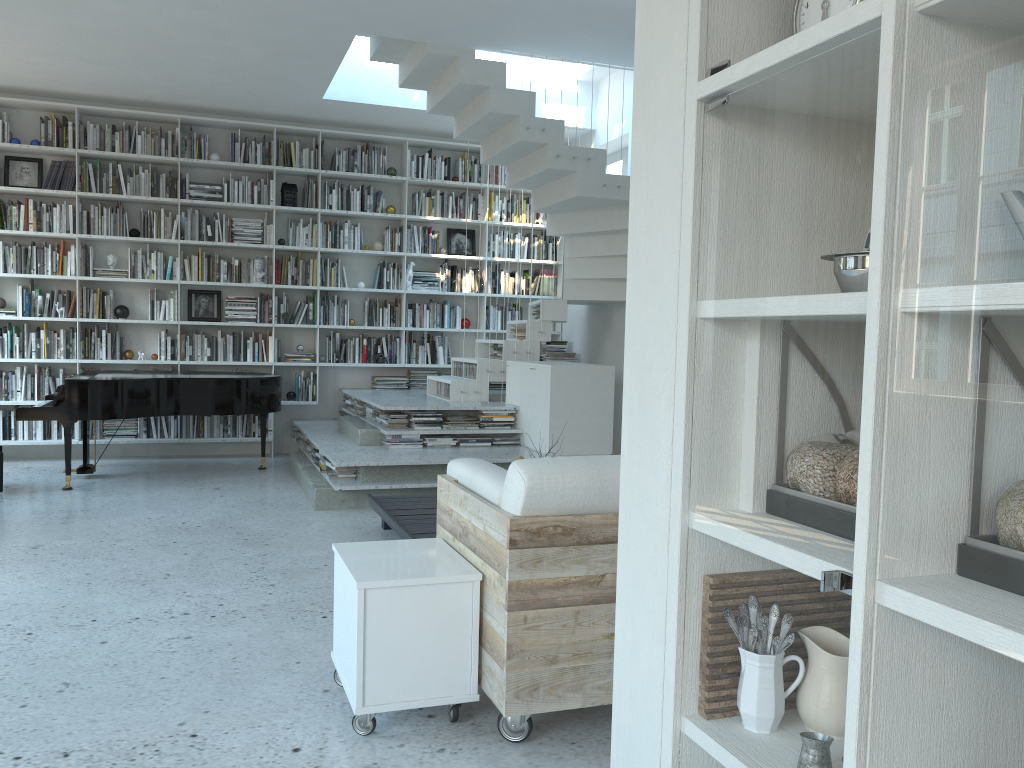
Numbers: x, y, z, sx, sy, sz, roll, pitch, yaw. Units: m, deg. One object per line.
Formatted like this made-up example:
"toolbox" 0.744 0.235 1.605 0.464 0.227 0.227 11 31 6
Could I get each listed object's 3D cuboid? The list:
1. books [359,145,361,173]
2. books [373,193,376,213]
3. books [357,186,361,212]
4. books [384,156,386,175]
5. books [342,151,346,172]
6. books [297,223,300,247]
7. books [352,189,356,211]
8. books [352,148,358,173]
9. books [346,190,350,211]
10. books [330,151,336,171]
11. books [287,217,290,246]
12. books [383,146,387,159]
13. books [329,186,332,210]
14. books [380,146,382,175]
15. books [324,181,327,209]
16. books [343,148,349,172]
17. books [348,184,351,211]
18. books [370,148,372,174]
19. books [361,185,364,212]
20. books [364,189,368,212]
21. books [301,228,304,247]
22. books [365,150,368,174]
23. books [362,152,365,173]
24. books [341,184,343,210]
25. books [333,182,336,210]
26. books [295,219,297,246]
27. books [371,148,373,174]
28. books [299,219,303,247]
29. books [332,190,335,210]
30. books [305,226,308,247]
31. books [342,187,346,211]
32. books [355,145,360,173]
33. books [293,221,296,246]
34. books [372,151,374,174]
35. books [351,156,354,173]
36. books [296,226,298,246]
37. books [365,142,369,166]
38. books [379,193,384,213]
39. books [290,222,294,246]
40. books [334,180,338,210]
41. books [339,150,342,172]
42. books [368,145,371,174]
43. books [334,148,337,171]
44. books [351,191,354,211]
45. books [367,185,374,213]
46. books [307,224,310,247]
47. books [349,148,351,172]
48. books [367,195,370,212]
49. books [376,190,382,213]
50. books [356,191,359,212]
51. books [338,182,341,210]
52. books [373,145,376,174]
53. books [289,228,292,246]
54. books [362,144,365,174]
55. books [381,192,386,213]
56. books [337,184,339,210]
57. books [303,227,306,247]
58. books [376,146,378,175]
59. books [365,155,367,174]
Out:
"books" -1.513 -2.191 8.751 0.017 0.295 0.138 0 4 -19
"books" -1.383 -1.782 8.809 0.030 0.213 0.156 0 4 -19
"books" -1.513 -1.808 8.761 0.012 0.265 0.156 0 4 -19
"books" -1.278 -2.145 8.812 0.014 0.209 0.188 0 4 -19
"books" -1.658 -2.157 8.689 0.028 0.226 0.163 0 4 -19
"books" -2.074 -1.431 8.593 0.023 0.236 0.178 0 4 -19
"books" -1.559 -1.795 8.745 0.023 0.237 0.149 0 4 -19
"books" -1.546 -2.171 8.704 0.028 0.258 0.184 0 4 -19
"books" -1.624 -1.790 8.740 0.028 0.223 0.142 0 4 -19
"books" -1.748 -2.146 8.641 0.046 0.206 0.183 0 4 -19
"books" -2.163 -1.457 8.572 0.018 0.285 0.159 0 4 -19
"books" -1.267 -2.194 8.813 0.006 0.306 0.163 0 4 -19
"books" -1.783 -1.800 8.671 0.026 0.243 0.148 0 4 -19
"books" -1.314 -2.190 8.798 0.013 0.297 0.188 0 4 -19
"books" -1.819 -1.820 8.648 0.012 0.285 0.159 0 4 -19
"books" -1.630 -2.172 8.697 0.030 0.255 0.161 0 4 -19
"books" -1.603 -1.820 8.742 0.013 0.284 0.154 0 4 -19
"books" -1.411 -2.183 8.778 0.012 0.280 0.144 0 4 -19
"books" -1.488 -1.819 8.783 0.012 0.285 0.159 0 4 -19
"books" -1.462 -1.794 8.774 0.030 0.238 0.185 0 4 -19
"books" -2.040 -1.410 8.596 0.024 0.195 0.172 0 4 -19
"books" -1.444 -2.168 8.757 0.008 0.251 0.170 0 4 -19
"books" -1.478 -2.158 8.741 0.018 0.231 0.160 0 4 -19
"books" -1.682 -1.817 8.720 0.012 0.277 0.133 0 4 -19
"books" -1.740 -1.819 8.683 0.011 0.283 0.172 0 4 -19
"books" -2.101 -1.452 8.589 0.019 0.275 0.145 0 4 -19
"books" -1.400 -2.180 8.778 0.008 0.275 0.163 0 4 -19
"books" -2.051 -1.449 8.577 0.028 0.275 0.186 0 4 -19
"books" -1.753 -1.781 8.664 0.026 0.208 0.181 0 4 -19
"books" -2.004 -1.418 8.611 0.029 0.211 0.157 0 4 -19
"books" -1.656 -1.798 8.705 0.027 0.241 0.160 0 4 -19
"books" -1.529 -2.189 8.733 0.024 0.292 0.167 0 4 -19
"books" -2.115 -1.439 8.584 0.028 0.250 0.164 0 4 -19
"books" -1.385 -2.168 8.783 0.024 0.252 0.149 0 4 -19
"books" -1.588 -2.140 8.735 0.031 0.191 0.132 0 4 -19
"books" -2.091 -1.417 8.594 0.023 0.207 0.170 0 4 -19
"books" -1.436 -2.207 8.756 0.007 0.329 0.183 0 4 -19
"books" -1.321 -1.783 8.828 0.048 0.217 0.182 0 4 -19
"books" -2.133 -1.435 8.583 0.024 0.243 0.159 0 4 -19
"books" -1.725 -1.831 8.681 0.014 0.307 0.152 0 4 -19
"books" -1.682 -2.158 8.666 0.013 0.229 0.173 0 4 -19
"books" -1.420 -2.191 8.745 0.015 0.299 0.183 0 4 -19
"books" -1.724 -2.166 8.655 0.009 0.244 0.173 0 4 -19
"books" -1.586 -1.786 8.748 0.025 0.216 0.144 0 4 -19
"books" -1.405 -1.817 8.783 0.029 0.285 0.183 0 4 -19
"books" -1.988 -1.430 8.623 0.024 0.234 0.149 0 4 -19
"books" -1.606 -2.172 8.708 0.021 0.256 0.168 0 4 -19
"books" -1.437 -1.766 8.789 0.027 0.182 0.176 0 4 -19
"books" -1.339 -1.792 8.811 0.054 0.235 0.171 0 4 -19
"books" -1.534 -1.780 8.739 0.021 0.209 0.180 0 4 -19
"books" -1.695 -1.826 8.707 0.021 0.296 0.138 0 4 -19
"books" -1.367 -2.195 8.778 0.008 0.307 0.182 0 4 -19
"books" -2.145 -1.406 8.559 0.028 0.185 0.181 0 4 -19
"books" -1.467 -2.199 8.747 0.006 0.312 0.179 0 4 -19
"books" -1.292 -1.790 8.856 0.026 0.229 0.140 0 4 -19
"books" -1.714 -1.812 8.685 0.010 0.269 0.165 0 4 -19
"books" -2.024 -1.411 8.604 0.027 0.196 0.185 0 4 -19
"books" -1.346 -2.192 8.798 0.019 0.299 0.137 0 4 -19
"books" -1.452 -2.142 8.740 0.018 0.201 0.188 0 4 -19
